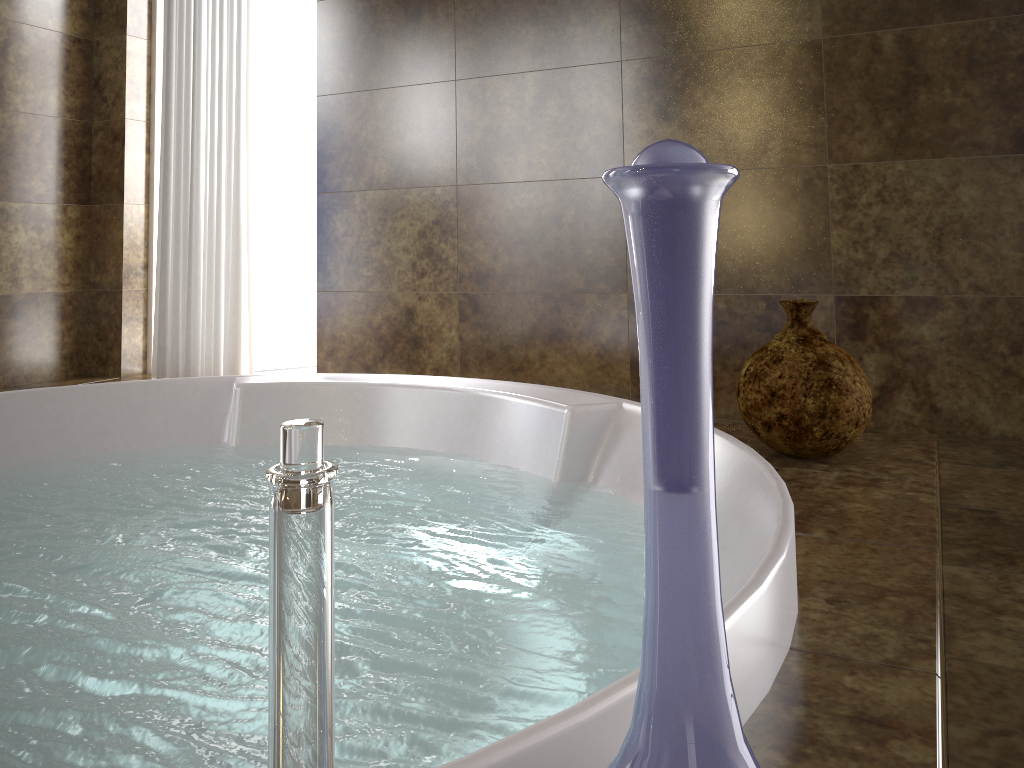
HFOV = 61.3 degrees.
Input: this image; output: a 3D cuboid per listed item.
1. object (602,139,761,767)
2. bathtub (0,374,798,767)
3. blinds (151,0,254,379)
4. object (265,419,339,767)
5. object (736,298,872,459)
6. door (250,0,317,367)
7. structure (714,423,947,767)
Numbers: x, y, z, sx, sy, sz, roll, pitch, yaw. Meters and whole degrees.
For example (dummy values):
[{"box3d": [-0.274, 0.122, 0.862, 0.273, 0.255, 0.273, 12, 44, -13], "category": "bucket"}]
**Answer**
[{"box3d": [0.066, 0.112, 0.329, 0.135, 0.420, 0.135, -3, -4, 34], "category": "object"}, {"box3d": [-0.531, 0.253, 1.172, 1.757, 0.521, 1.757, -6, 9, -33], "category": "bathtub"}, {"box3d": [-1.205, -1.145, 3.375, 0.485, 2.278, 0.068, -3, -5, 25], "category": "blinds"}, {"box3d": [-0.081, 0.168, 0.334, 0.130, 0.308, 0.130, -2, -3, 34], "category": "object"}, {"box3d": [0.520, -0.014, 1.551, 0.230, 0.275, 0.230, -1, 1, -2], "category": "object"}, {"box3d": [-1.103, -1.194, 4.005, 0.961, 2.228, 0.039, 0, -4, -30], "category": "door"}, {"box3d": [-0.532, 0.261, 1.174, 2.004, 0.124, 2.022, 3, 10, 26], "category": "structure"}]
